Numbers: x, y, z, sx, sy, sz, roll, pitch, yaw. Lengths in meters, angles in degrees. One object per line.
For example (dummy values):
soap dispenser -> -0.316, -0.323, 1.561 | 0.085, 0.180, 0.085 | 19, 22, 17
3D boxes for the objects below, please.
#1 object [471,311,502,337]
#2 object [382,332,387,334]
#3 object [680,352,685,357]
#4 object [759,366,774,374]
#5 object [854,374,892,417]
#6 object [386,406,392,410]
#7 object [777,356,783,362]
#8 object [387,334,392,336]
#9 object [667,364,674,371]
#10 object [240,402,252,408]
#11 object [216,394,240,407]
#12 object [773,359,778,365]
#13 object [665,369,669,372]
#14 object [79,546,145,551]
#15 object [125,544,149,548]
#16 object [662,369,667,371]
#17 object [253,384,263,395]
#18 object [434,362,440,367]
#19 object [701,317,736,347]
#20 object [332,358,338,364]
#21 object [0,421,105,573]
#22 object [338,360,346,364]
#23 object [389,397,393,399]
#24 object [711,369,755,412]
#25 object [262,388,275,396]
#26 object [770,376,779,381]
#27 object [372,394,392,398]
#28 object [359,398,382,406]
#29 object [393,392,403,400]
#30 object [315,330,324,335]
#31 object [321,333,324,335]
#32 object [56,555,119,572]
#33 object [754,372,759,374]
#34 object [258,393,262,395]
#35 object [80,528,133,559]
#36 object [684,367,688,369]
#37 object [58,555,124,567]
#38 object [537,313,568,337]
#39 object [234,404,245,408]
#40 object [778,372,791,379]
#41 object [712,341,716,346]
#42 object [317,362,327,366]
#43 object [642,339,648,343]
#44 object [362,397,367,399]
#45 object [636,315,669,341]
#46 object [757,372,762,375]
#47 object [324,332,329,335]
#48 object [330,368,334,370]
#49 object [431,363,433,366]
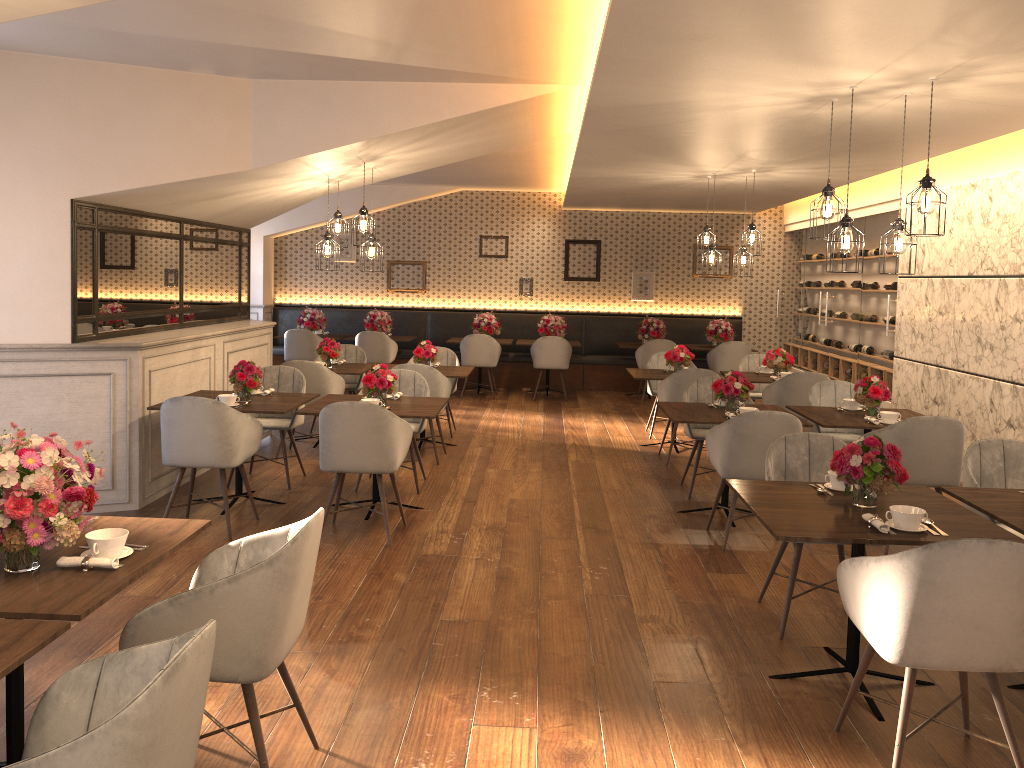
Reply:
object -> -0.364, -0.826, 12.525 | 0.420, 0.424, 0.406 | -4, 7, -44
object -> -1.897, -0.732, 12.882 | 0.148, 0.072, 0.149 | -4, 8, -40
object -> 1.633, -0.281, 8.566 | 0.045, 0.052, 0.077 | -2, 7, -36
object -> 2.558, -0.142, 8.891 | 0.148, 0.072, 0.149 | -1, 7, -20
object -> 2.493, 0.073, 6.107 | 0.234, 0.300, 0.306 | 2, 5, 4
object -> -0.820, 0.168, 5.806 | 0.043, 0.015, 0.198 | 2, 7, 6
object -> 2.556, -0.241, 8.501 | 0.048, 0.052, 0.077 | 0, 6, -18
object -> -1.784, -0.712, 12.879 | 0.056, 0.039, 0.176 | 2, 7, 2
object -> 1.640, -0.169, 8.925 | 0.148, 0.072, 0.149 | -1, 7, -20
object -> -1.764, 0.139, 5.841 | 0.043, 0.015, 0.198 | 2, 7, 6
object -> -1.869, 0.110, 5.823 | 0.148, 0.072, 0.149 | -2, 7, -30
object -> 2.532, -0.213, 8.516 | 0.049, 0.052, 0.078 | 3, 6, 12
object -> 1.560, -0.134, 8.903 | 0.022, 0.004, 0.212 | 2, 7, 2
object -> -1.268, 0.520, 2.802 | 0.211, 0.004, 0.022 | 2, 7, 2
object -> -1.260, 0.511, 2.837 | 0.197, 0.015, 0.043 | 1, 6, -2
object -> 1.526, -0.142, 8.911 | 0.043, 0.015, 0.198 | 1, 7, -2
object -> -1.882, 0.037, 6.432 | 0.148, 0.072, 0.149 | -2, 7, -30
object -> -0.737, -0.188, 8.710 | 0.056, 0.039, 0.176 | 2, 7, 2
object -> 2.895, -0.720, 12.330 | 0.420, 0.424, 0.406 | -4, 7, -44
object -> -1.794, -0.237, 8.747 | 0.148, 0.072, 0.149 | -2, 7, -30
object -> -1.434, 0.329, 2.591 | 0.419, 0.424, 0.407 | 1, 5, -10
object -> -1.681, -0.216, 8.744 | 0.056, 0.039, 0.176 | 2, 7, 2
object -> -0.860, 0.093, 6.387 | 0.025, 0.024, 0.193 | 2, 7, 2
object -> 1.543, 0.041, 6.170 | 0.305, 0.300, 0.235 | 0, 5, -20
object -> -1.769, 0.057, 6.429 | 0.056, 0.039, 0.176 | 2, 7, 2
object -> 2.457, -0.055, 8.288 | 0.056, 0.039, 0.176 | 2, 7, 2
object -> -0.938, 0.066, 6.397 | 0.148, 0.072, 0.149 | -2, 7, -30
object -> -0.925, 0.138, 5.789 | 0.148, 0.072, 0.149 | -2, 7, -30
object -> -0.825, 0.086, 6.395 | 0.056, 0.039, 0.176 | 2, 7, 2
object -> -2.823, -0.760, 12.916 | 0.148, 0.072, 0.149 | -4, 8, -40
object -> -2.745, -0.733, 12.905 | 0.025, 0.024, 0.193 | 2, 7, 2
object -> -1.249, 0.526, 2.609 | 0.175, 0.039, 0.056 | 2, 6, 2
object -> 2.451, -0.114, 8.878 | 0.043, 0.015, 0.198 | 2, 7, 6
object -> -1.804, 0.064, 6.421 | 0.025, 0.024, 0.193 | 2, 7, 2
object -> -1.244, 0.496, 2.721 | 0.149, 0.072, 0.148 | 8, 9, 44
object -> 1.754, -0.149, 8.922 | 0.056, 0.039, 0.176 | 2, 7, 2
object -> -1.257, 0.529, 2.644 | 0.192, 0.024, 0.025 | 2, 5, 2
object -> 0.563, -0.787, 12.391 | 0.420, 0.424, 0.407 | 2, 5, 4
object -> -1.791, 0.143, 5.849 | 0.022, 0.004, 0.212 | 2, 7, 2
object -> 2.571, -0.069, 8.283 | 0.148, 0.072, 0.149 | -1, 7, -20
object -> 2.949, -0.586, 12.706 | 0.149, 0.072, 0.148 | 8, 9, 44
object -> -1.781, -0.164, 8.139 | 0.148, 0.072, 0.149 | -2, 7, -30
object -> 1.948, -0.616, 12.742 | 0.148, 0.072, 0.149 | -4, 8, -40
object -> -1.052, 0.093, 6.384 | 0.043, 0.015, 0.198 | 1, 7, -2
object -> 1.956, -0.747, 12.353 | 0.406, 0.424, 0.420 | 6, 7, 44
object -> 2.478, -0.107, 8.870 | 0.022, 0.004, 0.212 | 2, 7, 2
object -> -2.710, -0.740, 12.913 | 0.056, 0.039, 0.176 | 2, 7, 2
object -> -1.676, -0.134, 8.156 | 0.043, 0.015, 0.198 | 2, 7, 6
object -> -0.850, -0.208, 8.713 | 0.148, 0.072, 0.149 | -2, 7, -30
